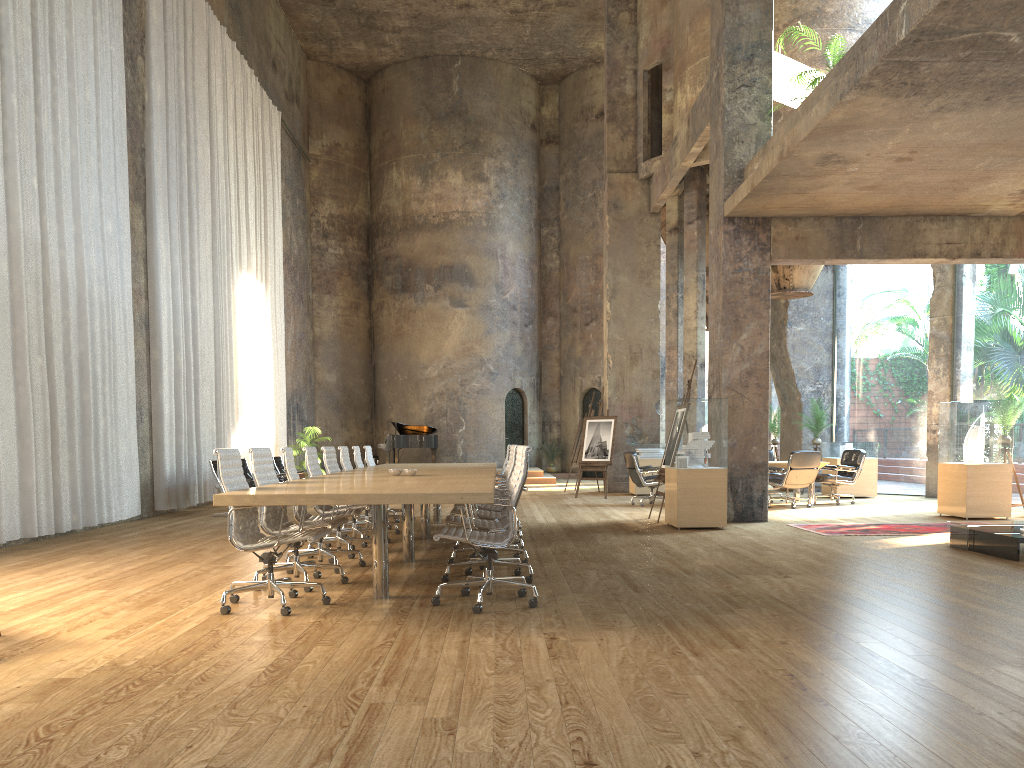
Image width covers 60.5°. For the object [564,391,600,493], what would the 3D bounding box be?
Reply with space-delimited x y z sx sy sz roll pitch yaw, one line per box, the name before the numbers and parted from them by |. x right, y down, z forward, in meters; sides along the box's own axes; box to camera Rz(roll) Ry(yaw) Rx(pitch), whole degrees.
object | 1.514 1.233 18.506 0.684 2.160 0.697 1 3 25

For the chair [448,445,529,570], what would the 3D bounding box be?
chair | -0.204 1.039 7.531 0.699 1.031 0.662 0 2 5

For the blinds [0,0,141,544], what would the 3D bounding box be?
blinds | -5.123 -2.768 8.069 0.275 8.691 7.800 0 0 0

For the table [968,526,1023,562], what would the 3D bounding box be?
table | 4.684 1.445 8.028 0.790 0.203 1.108 0 -4 -1

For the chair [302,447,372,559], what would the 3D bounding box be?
chair | -1.618 1.104 8.309 0.699 1.031 0.662 0 2 5

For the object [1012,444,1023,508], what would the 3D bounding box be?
object | 6.708 1.322 12.164 0.657 0.978 0.569 -2 2 -37

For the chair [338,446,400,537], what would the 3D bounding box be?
chair | -1.645 1.224 10.085 0.699 1.031 0.662 0 2 5

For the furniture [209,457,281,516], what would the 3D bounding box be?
furniture | -4.113 1.588 13.844 0.708 0.845 1.867 0 -3 -1

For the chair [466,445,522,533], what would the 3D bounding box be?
chair | -0.241 1.223 10.238 0.699 1.031 0.662 -1 2 -1

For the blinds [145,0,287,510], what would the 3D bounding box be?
blinds | -5.259 -2.184 16.697 0.275 8.691 7.800 0 0 0

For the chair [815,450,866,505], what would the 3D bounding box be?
chair | 5.312 1.529 14.474 0.820 0.898 0.727 -1 1 -7

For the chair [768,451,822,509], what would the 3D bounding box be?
chair | 4.342 1.490 13.774 0.729 0.897 0.819 -1 0 -27

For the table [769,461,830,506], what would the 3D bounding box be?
table | 3.823 1.635 14.461 2.409 0.704 1.102 0 -2 -1

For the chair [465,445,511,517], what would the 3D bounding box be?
chair | -0.311 1.339 11.955 0.699 1.031 0.662 0 2 5

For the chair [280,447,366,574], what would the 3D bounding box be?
chair | -1.591 1.041 7.378 0.699 1.031 0.662 -1 2 -1

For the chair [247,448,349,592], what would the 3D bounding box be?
chair | -1.578 0.983 6.523 0.699 1.031 0.662 0 2 8

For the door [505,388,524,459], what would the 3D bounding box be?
door | 0.030 1.271 25.366 0.899 2.310 0.091 -3 5 -43

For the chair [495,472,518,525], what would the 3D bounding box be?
chair | -0.262 1.280 11.093 0.699 1.031 0.662 0 2 8

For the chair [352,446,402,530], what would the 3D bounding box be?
chair | -1.662 1.286 11.001 0.699 1.031 0.662 0 2 3

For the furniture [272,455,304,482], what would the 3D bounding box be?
furniture | -4.151 1.750 16.228 0.708 0.845 1.867 0 -3 -1

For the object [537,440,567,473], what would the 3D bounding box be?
object | 1.207 2.122 25.854 0.912 0.996 0.904 0 0 10

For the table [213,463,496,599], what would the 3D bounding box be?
table | -0.962 1.268 8.885 1.601 0.761 7.698 0 -4 -1

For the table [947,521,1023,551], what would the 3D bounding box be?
table | 4.678 1.448 8.395 0.859 0.248 0.369 0 -1 -1

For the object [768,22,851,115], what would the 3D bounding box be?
object | 3.782 -3.239 10.378 1.401 1.819 1.350 0 1 5

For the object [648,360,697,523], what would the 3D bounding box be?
object | 2.192 0.758 11.561 0.684 2.160 0.696 -1 3 -2

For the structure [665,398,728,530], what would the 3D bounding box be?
structure | 2.229 0.971 10.690 0.594 1.557 0.739 -1 2 -1

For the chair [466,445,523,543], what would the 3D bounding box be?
chair | -0.232 1.160 9.307 0.699 1.031 0.662 0 2 5

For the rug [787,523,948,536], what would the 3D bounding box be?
rug | 4.638 1.690 10.270 2.462 0.009 1.343 0 -4 -1

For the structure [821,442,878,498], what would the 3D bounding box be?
structure | 6.182 1.571 16.114 0.735 1.020 0.740 0 1 -1

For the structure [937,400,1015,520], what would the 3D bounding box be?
structure | 6.138 1.005 11.663 0.594 1.557 0.739 -1 2 -1

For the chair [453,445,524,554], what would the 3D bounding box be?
chair | -0.221 1.100 8.428 0.699 1.031 0.662 0 2 8

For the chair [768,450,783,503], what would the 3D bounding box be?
chair | 4.322 1.588 15.221 0.729 0.897 0.818 0 0 0

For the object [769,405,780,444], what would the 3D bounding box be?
object | 5.842 0.881 19.589 0.688 0.945 0.856 0 0 20

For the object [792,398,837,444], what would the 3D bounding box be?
object | 5.861 0.715 17.134 0.858 0.945 0.685 0 1 2

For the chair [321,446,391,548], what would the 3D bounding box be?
chair | -1.629 1.163 9.188 0.699 1.031 0.662 0 2 8

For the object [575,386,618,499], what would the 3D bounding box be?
object | 1.650 1.104 16.622 0.701 2.160 0.680 1 4 31

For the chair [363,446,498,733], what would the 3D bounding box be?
chair | 1.165 1.332 11.930 12.949 1.036 31.437 0 -4 -1

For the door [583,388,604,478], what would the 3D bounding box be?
door | 2.395 1.421 25.403 0.900 2.647 0.110 2 5 41

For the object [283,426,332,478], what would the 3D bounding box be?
object | -4.566 1.685 19.722 1.091 1.465 1.125 -1 1 -10

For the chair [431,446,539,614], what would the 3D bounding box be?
chair | -0.175 0.913 5.668 0.699 1.031 0.662 0 2 5

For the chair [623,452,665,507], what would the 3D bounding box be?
chair | 2.268 1.552 14.443 0.820 0.898 0.727 0 1 -5

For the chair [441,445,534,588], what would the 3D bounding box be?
chair | -0.187 0.977 6.615 0.699 1.031 0.662 0 2 3

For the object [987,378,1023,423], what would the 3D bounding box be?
object | 6.762 0.368 12.108 0.687 0.945 0.856 -1 0 -10

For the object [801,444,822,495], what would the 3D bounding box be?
object | 6.025 1.662 17.121 0.570 0.978 0.656 1 2 35

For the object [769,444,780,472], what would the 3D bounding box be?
object | 5.907 1.833 19.629 0.658 0.978 0.568 -1 2 -7

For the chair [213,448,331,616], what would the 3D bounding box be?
chair | -1.535 0.924 5.661 0.699 1.031 0.662 0 2 5

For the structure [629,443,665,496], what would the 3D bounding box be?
structure | 2.745 1.684 17.373 0.743 1.020 0.732 0 1 -1
